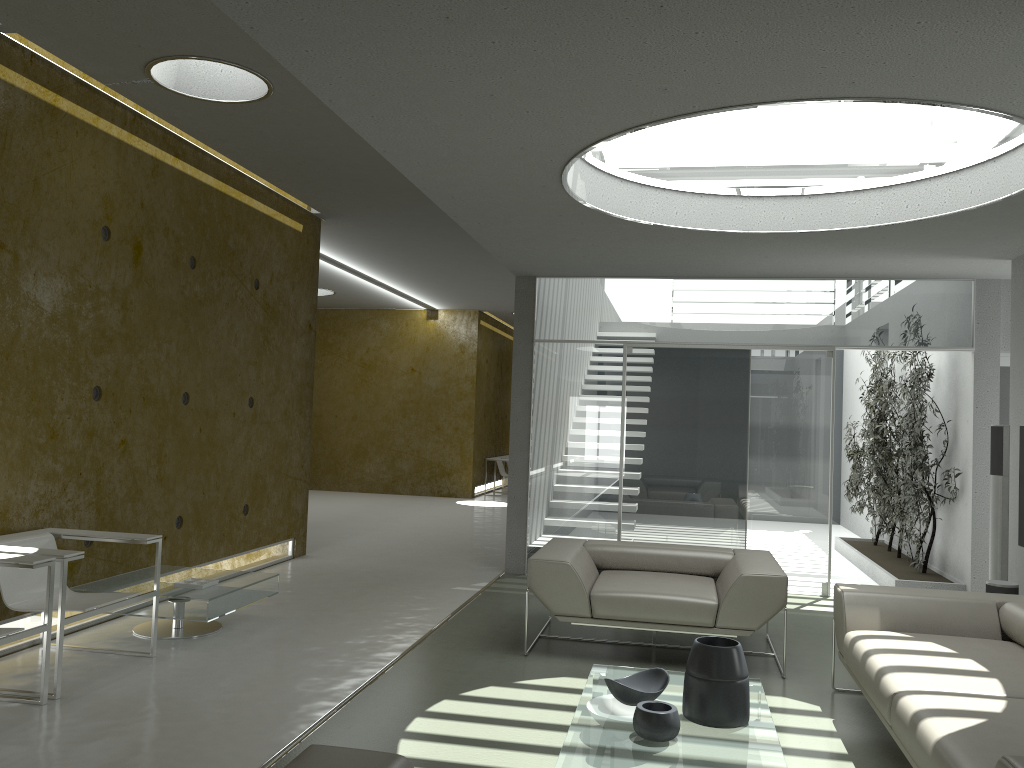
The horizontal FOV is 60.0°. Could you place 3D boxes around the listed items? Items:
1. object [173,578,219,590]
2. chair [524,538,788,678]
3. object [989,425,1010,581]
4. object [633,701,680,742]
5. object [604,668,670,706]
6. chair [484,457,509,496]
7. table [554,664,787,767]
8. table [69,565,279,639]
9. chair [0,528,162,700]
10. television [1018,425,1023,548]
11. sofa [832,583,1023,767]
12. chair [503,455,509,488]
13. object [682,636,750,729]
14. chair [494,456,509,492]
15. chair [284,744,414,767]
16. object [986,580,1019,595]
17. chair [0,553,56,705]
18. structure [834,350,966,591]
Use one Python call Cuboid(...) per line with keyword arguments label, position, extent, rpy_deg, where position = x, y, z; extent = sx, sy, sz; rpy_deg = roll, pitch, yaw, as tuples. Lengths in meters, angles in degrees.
Cuboid(label="object", position=(-1.921, 1.216, 5.397), extent=(0.197, 0.029, 0.189), rpy_deg=(2, -2, 11))
Cuboid(label="chair", position=(0.897, 1.349, 5.550), extent=(1.481, 0.583, 1.039), rpy_deg=(2, -2, 11))
Cuboid(label="object", position=(3.312, 1.013, 6.021), extent=(0.310, 1.469, 0.310), rpy_deg=(0, -3, 38))
Cuboid(label="object", position=(0.547, 1.279, 3.358), extent=(0.177, 0.113, 0.177), rpy_deg=(2, -2, -8))
Cuboid(label="object", position=(0.528, 1.289, 3.753), extent=(0.317, 0.125, 0.223), rpy_deg=(4, -3, -42))
Cuboid(label="chair", position=(-0.072, 1.735, 16.626), extent=(0.710, 0.667, 0.800), rpy_deg=(2, -2, 11))
Cuboid(label="table", position=(0.642, 1.447, 3.534), extent=(0.790, 0.200, 1.500), rpy_deg=(2, -2, 11))
Cuboid(label="table", position=(-2.083, 1.381, 5.553), extent=(0.900, 0.300, 0.900), rpy_deg=(2, -2, 11))
Cuboid(label="chair", position=(-2.384, 1.147, 4.602), extent=(0.710, 0.667, 0.800), rpy_deg=(2, -2, 11))
Cuboid(label="television", position=(3.165, 0.616, 4.899), extent=(0.127, 0.781, 1.603), rpy_deg=(2, -2, 11))
Cuboid(label="sofa", position=(1.942, 1.290, 3.288), extent=(1.037, 0.585, 2.791), rpy_deg=(2, -2, 11))
Cuboid(label="chair", position=(0.251, 1.817, 18.306), extent=(0.710, 0.667, 0.800), rpy_deg=(2, -2, 11))
Cuboid(label="object", position=(0.830, 1.201, 3.597), extent=(0.265, 0.309, 0.265), rpy_deg=(2, -2, -6))
Cuboid(label="chair", position=(0.090, 1.776, 17.466), extent=(0.710, 0.667, 0.800), rpy_deg=(2, -2, 11))
Cuboid(label="chair", position=(0.124, 1.152, 1.529), extent=(1.481, 0.583, 1.039), rpy_deg=(2, -2, 11))
Cuboid(label="object", position=(3.110, 1.494, 5.640), extent=(0.175, 0.461, 0.185), rpy_deg=(2, -2, 5))
Cuboid(label="chair", position=(-2.545, 1.106, 3.762), extent=(0.710, 0.667, 0.800), rpy_deg=(2, -2, 11))
Cuboid(label="structure", position=(3.831, 0.600, 9.092), extent=(0.646, 2.589, 3.371), rpy_deg=(2, -2, 10))
